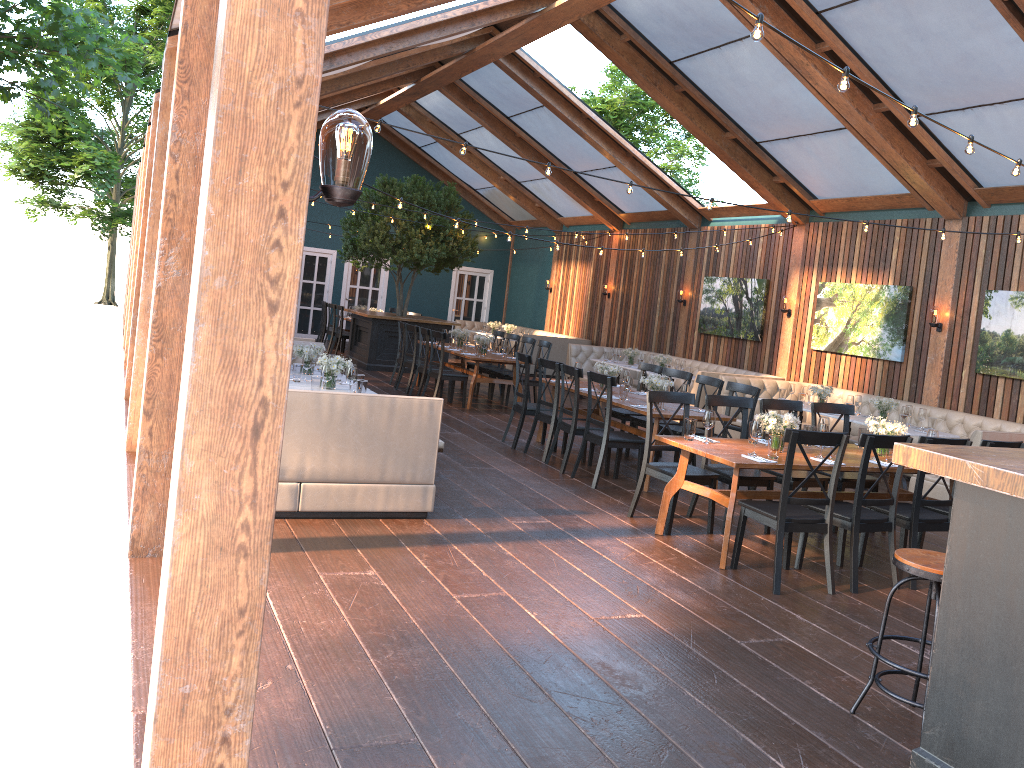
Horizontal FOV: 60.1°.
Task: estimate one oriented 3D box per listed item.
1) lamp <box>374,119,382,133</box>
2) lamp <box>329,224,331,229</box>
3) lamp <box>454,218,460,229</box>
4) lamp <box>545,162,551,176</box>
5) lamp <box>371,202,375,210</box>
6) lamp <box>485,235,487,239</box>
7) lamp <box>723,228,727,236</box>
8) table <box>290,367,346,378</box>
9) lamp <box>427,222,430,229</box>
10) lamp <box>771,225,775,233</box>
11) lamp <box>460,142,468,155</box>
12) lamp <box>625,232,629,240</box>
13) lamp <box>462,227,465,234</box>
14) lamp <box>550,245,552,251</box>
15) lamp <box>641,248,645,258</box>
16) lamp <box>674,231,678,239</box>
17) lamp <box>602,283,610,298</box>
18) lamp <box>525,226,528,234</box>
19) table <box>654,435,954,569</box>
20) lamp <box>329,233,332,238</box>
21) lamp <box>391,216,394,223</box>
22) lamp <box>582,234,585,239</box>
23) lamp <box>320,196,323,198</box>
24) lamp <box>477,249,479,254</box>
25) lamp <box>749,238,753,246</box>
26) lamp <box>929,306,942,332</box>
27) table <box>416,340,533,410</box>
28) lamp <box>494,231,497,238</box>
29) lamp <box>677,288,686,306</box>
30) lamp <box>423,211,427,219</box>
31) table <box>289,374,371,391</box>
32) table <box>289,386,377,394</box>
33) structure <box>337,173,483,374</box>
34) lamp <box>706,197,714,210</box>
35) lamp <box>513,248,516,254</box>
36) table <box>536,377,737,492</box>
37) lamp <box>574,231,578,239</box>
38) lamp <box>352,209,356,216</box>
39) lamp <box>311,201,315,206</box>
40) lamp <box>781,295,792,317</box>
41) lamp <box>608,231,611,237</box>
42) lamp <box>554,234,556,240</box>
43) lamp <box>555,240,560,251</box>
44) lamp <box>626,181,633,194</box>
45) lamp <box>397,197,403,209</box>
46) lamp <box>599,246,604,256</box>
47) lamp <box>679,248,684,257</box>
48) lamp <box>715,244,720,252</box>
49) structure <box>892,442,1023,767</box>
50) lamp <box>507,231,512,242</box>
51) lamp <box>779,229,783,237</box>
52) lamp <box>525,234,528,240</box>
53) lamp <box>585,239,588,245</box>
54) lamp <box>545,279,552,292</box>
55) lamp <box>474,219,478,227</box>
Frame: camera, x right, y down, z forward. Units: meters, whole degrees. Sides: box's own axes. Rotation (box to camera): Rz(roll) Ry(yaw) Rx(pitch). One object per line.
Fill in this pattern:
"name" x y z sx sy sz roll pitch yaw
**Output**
"lamp" -1.157 -2.225 7.633 0.056 0.114 0.076 5 3 -26
"lamp" -4.165 -3.607 20.226 0.067 0.117 0.056 8 3 20
"lamp" -0.591 -1.720 9.463 0.056 0.120 0.056 8 3 26
"lamp" 0.324 -1.902 7.822 0.056 0.120 0.056 9 4 41
"lamp" -2.020 -2.596 12.876 0.056 0.121 0.056 6 3 -15
"lamp" -0.671 -3.838 23.125 0.056 0.120 0.056 4 4 -42
"lamp" 3.250 -2.313 13.485 0.056 0.120 0.056 7 3 18
"table" -2.115 0.193 8.710 0.797 0.670 0.803 5 5 -25
"lamp" -1.466 -2.786 15.577 0.056 0.120 0.056 7 3 1
"lamp" 4.001 -2.370 13.541 0.056 0.121 0.056 6 3 -3
"lamp" -0.420 -2.061 7.745 0.075 0.114 0.056 8 3 21
"lamp" 1.735 -2.226 13.354 0.056 0.121 0.056 6 3 -3
"lamp" -0.883 -2.780 16.063 0.060 0.119 0.057 4 3 -39
"lamp" 0.818 -2.843 18.530 0.066 0.117 0.056 9 4 42
"lamp" 1.702 -1.698 11.470 0.056 0.121 0.056 5 3 -37
"lamp" 2.487 -2.262 13.436 0.063 0.118 0.057 5 3 -31
"lamp" 1.976 -1.969 18.597 0.177 0.319 0.147 5 3 -24
"lamp" 0.221 -2.298 13.179 0.056 0.121 0.056 6 3 -9
"table" 2.318 0.882 6.680 2.425 0.728 0.956 4 5 -24
"lamp" -3.714 -3.034 18.080 0.056 0.119 0.060 7 3 12
"lamp" -2.034 -2.799 15.067 0.056 0.121 0.056 4 4 -44
"lamp" 1.456 -3.002 18.001 0.064 0.118 0.057 6 3 -16
"lamp" -2.758 -2.742 12.765 0.056 0.121 0.056 6 3 -12
"lamp" -0.708 -2.761 18.431 0.056 0.121 0.056 9 4 42
"lamp" 3.476 -2.071 12.884 0.060 0.119 0.056 6 3 -2
"lamp" 5.303 -0.818 11.076 0.177 0.319 0.147 5 3 -24
"table" -0.666 -0.144 13.365 0.948 0.727 2.446 5 6 -24
"lamp" -0.299 -2.794 16.553 0.060 0.119 0.056 7 3 -1
"lamp" 3.084 -1.586 16.093 0.177 0.319 0.147 5 3 -24
"lamp" -1.275 -2.476 12.988 0.056 0.121 0.056 7 3 16
"table" -1.785 0.307 7.966 0.797 0.670 0.803 5 5 -24
"table" -1.456 0.421 7.222 0.797 0.670 0.803 5 5 -25
"structure" -1.985 -2.131 16.700 2.709 3.687 2.866 6 4 -16
"lamp" 1.796 -1.639 8.036 0.057 0.119 0.057 5 3 -31
"lamp" 0.057 -2.776 18.479 0.056 0.121 0.056 9 4 43
"table" 1.153 0.485 9.251 0.948 0.727 2.446 5 6 -24
"lamp" 0.967 -2.242 13.287 0.057 0.117 0.067 8 3 29
"lamp" -2.606 -2.831 14.568 0.056 0.120 0.057 5 3 -37
"lamp" -3.160 -2.885 14.049 0.056 0.120 0.056 8 3 32
"lamp" 4.201 -1.199 13.568 0.177 0.319 0.147 5 3 -24
"lamp" 2.042 -3.139 18.483 0.056 0.119 0.056 7 3 5
"lamp" 0.858 -2.904 17.538 0.056 0.120 0.056 4 4 -42
"lamp" 0.547 -1.640 10.480 0.056 0.120 0.056 6 3 -19
"lamp" 1.058 -1.761 7.935 0.056 0.121 0.056 6 3 -10
"lamp" -1.128 -1.827 8.944 0.056 0.120 0.057 5 3 -27
"lamp" 1.110 -1.654 10.989 0.056 0.120 0.056 6 3 -5
"lamp" 2.292 -1.782 11.952 0.056 0.120 0.056 7 3 3
"lamp" 2.883 -1.906 12.424 0.071 0.116 0.056 6 3 -2
"structure" 4.576 1.116 4.240 6.786 1.272 0.861 4 4 -24
"lamp" -0.028 -1.661 9.978 0.056 0.121 0.056 5 3 -26
"lamp" 4.061 -2.276 13.337 0.062 0.118 0.057 4 4 -41
"lamp" 0.280 -2.834 17.038 0.056 0.117 0.068 5 3 -27
"lamp" 1.561 -2.982 18.580 0.073 0.115 0.057 6 3 -18
"lamp" 0.868 -2.352 21.103 0.177 0.319 0.147 5 3 -24
"lamp" -0.531 -2.379 13.080 0.056 0.120 0.056 9 4 41
